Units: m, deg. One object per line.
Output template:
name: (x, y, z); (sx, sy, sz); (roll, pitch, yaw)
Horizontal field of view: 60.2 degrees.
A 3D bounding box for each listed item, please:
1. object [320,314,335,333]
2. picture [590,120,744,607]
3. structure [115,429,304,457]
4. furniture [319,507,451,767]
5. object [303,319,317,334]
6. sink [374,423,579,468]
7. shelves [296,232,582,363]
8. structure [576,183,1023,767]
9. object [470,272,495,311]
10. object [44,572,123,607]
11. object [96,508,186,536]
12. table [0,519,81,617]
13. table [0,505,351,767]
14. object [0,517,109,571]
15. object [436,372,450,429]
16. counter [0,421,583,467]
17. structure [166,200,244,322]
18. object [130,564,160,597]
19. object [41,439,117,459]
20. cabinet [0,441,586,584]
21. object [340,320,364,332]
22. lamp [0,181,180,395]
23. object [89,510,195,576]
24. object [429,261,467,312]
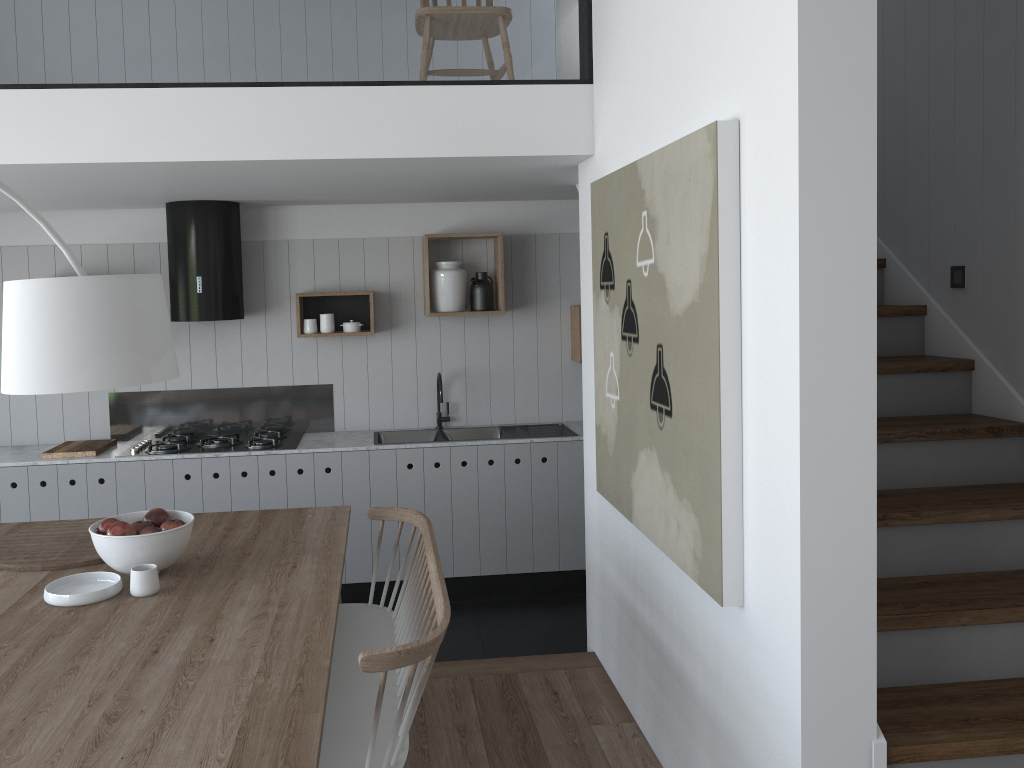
object: (-1.097, -0.358, 5.246); (0.085, 0.115, 0.086); (-2, 4, -7)
picture: (0.448, -0.111, 2.852); (0.059, 1.215, 1.312); (-2, 5, -8)
structure: (-1.730, 0.329, 5.146); (0.976, 0.048, 0.560); (-2, 6, -6)
furniture: (-0.479, 0.939, 2.682); (0.540, 0.808, 1.376); (-2, 6, -8)
object: (-1.196, -0.340, 5.238); (0.085, 0.088, 0.081); (1, 5, 29)
sink: (-0.229, 0.376, 5.255); (1.169, 0.166, 0.457); (-2, 6, -6)
shelves: (-0.983, -0.479, 5.305); (3.554, 0.795, 0.303); (-2, 4, -5)
structure: (1.126, 0.109, 3.220); (1.049, 2.621, 3.644); (-2, 5, -8)
object: (-0.179, -0.563, 5.381); (0.158, 0.235, 0.155); (-2, 4, -9)
object: (-1.268, 0.606, 2.616); (0.210, 0.035, 0.220); (-5, 7, -28)
object: (-1.164, 0.498, 2.789); (0.243, 0.167, 0.245); (4, 7, 44)
table: (-1.886, 1.032, 2.488); (0.929, 0.747, 2.065); (-2, 6, -8)
table: (-0.959, 0.995, 2.572); (0.929, 0.747, 2.065); (-2, 6, -8)
object: (-1.564, 0.567, 3.112); (0.606, 0.023, 0.670); (0, 7, 15)
object: (-0.415, 0.115, 5.361); (0.090, 0.373, 0.293); (-2, 4, -8)
counter: (-0.844, 0.328, 5.225); (6.086, 0.020, 0.585); (-2, 6, -5)
structure: (-1.789, -0.806, 5.144); (0.426, 0.866, 0.403); (2, 5, 40)
object: (-1.084, 0.580, 2.607); (0.083, 0.078, 0.084); (-2, 5, -7)
object: (-2.472, 0.370, 5.067); (0.288, 0.030, 0.405); (-3, 6, -7)
cabinet: (-0.791, 0.744, 4.964); (6.082, 0.745, 0.010); (-2, 3, -5)
object: (-0.958, -0.347, 5.288); (0.126, 0.073, 0.111); (-5, 6, -28)
lamp: (-2.031, 0.647, 0.283); (0.887, 2.017, 5.150); (0, 6, 17)
object: (-1.164, 0.518, 2.795); (0.312, 0.164, 0.319); (-3, 6, -10)
object: (-0.388, -0.587, 5.350); (0.223, 0.300, 0.235); (-4, 5, -34)
